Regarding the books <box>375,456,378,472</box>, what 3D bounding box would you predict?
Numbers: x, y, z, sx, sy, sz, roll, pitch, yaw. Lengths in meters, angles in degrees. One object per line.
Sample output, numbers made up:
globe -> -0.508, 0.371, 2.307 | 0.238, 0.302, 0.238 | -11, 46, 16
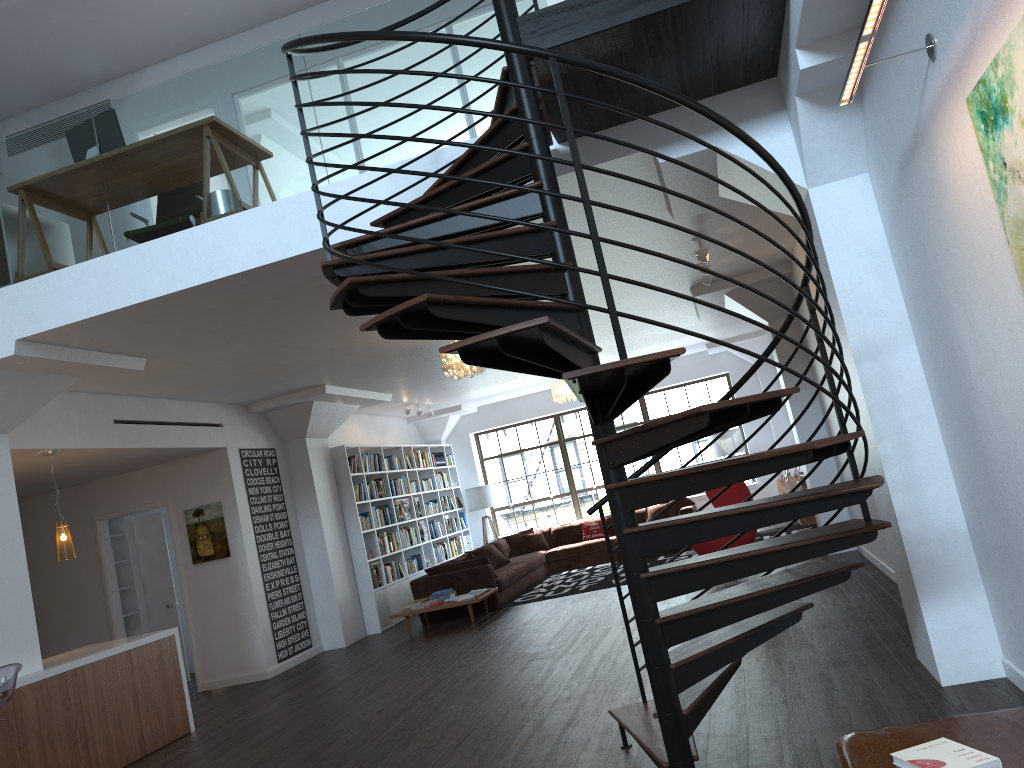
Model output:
books -> -1.975, 1.118, 12.352 | 0.182, 0.255, 0.077 | -14, -7, 13

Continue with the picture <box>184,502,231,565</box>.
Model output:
picture -> -3.313, 1.621, 9.631 | 0.450, 0.600, 0.030 | -14, -7, 13

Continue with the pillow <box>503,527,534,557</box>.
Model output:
pillow -> 0.187, 2.605, 14.529 | 0.580, 0.418, 0.334 | -11, -7, -14

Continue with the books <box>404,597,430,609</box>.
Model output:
books -> -1.152, 2.677, 10.852 | 0.241, 0.045, 0.334 | -14, -7, 14

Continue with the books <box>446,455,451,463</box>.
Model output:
books -> -1.151, 1.360, 15.599 | 0.127, 0.200, 0.020 | -14, -7, 13

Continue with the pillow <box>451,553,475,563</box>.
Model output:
pillow -> -0.562, 2.404, 11.582 | 0.269, 0.411, 0.559 | -8, -8, -31

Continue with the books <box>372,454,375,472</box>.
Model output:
books -> -1.986, 1.114, 12.272 | 0.159, 0.248, 0.089 | -14, -7, 13

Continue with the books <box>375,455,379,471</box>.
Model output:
books -> -1.958, 1.124, 12.388 | 0.174, 0.243, 0.085 | -14, -7, 13

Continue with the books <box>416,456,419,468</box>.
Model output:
books -> -1.553, 1.249, 13.994 | 0.144, 0.207, 0.048 | -14, -7, 13

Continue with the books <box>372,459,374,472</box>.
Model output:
books -> -1.995, 1.126, 12.240 | 0.161, 0.222, 0.083 | -14, -7, 13

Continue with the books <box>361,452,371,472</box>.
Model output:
books -> -2.032, 1.087, 12.147 | 0.176, 0.293, 0.125 | -14, -7, 13

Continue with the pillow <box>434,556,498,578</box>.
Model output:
pillow -> -0.581, 2.418, 11.311 | 0.750, 0.364, 0.289 | -14, -7, 12

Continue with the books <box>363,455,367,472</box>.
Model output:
books -> -2.060, 1.097, 12.008 | 0.170, 0.251, 0.118 | -14, -7, 13

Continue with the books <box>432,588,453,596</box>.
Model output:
books -> -0.850, 2.544, 10.849 | 0.224, 0.027, 0.157 | -15, -7, 18

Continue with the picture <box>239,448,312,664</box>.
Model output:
picture -> -2.683, 1.898, 10.127 | 0.021, 2.380, 0.800 | -14, -7, 13

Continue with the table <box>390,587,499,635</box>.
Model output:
table -> -0.764, 2.714, 10.526 | 1.100, 0.271, 0.853 | -14, -7, 13

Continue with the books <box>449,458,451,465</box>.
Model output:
books -> -1.147, 1.367, 15.577 | 0.128, 0.178, 0.022 | -14, -7, 13

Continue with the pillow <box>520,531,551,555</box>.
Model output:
pillow -> 0.349, 2.571, 14.391 | 0.489, 0.337, 0.238 | -10, -7, -18

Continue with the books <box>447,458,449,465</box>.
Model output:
books -> -1.164, 1.371, 15.466 | 0.110, 0.153, 0.019 | -14, -7, 13

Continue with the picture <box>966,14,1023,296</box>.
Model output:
picture -> 1.457, -0.368, 2.244 | 0.010, 1.200, 1.095 | -14, -7, 13

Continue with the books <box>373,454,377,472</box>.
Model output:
books -> -1.976, 1.114, 12.303 | 0.182, 0.253, 0.098 | -14, -7, 13

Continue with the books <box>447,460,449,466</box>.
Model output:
books -> -1.170, 1.370, 15.449 | 0.110, 0.153, 0.018 | -14, -7, 13

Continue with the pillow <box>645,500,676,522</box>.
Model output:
pillow -> 2.330, 2.057, 13.955 | 0.542, 0.362, 0.248 | -17, -8, 33

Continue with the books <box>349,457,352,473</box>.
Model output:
books -> -2.183, 1.083, 11.572 | 0.182, 0.226, 0.173 | -14, -7, 13

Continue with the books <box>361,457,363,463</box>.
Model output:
books -> -2.078, 1.105, 11.900 | 0.161, 0.218, 0.101 | -14, -7, 13

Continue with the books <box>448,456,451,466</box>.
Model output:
books -> -1.154, 1.366, 15.556 | 0.128, 0.178, 0.021 | -14, -7, 13

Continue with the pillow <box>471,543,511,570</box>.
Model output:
pillow -> -0.315, 2.544, 12.986 | 0.325, 0.391, 0.625 | -16, -8, 29

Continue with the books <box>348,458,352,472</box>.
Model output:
books -> -2.174, 1.079, 11.514 | 0.182, 0.215, 0.188 | -14, -7, 13

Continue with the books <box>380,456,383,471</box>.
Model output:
books -> -1.926, 1.142, 12.556 | 0.167, 0.233, 0.077 | -14, -7, 13

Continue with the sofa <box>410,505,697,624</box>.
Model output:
sofa -> 0.889, 2.417, 12.755 | 3.481, 0.664, 4.197 | -14, -7, 13

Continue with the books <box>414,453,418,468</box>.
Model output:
books -> -1.591, 1.225, 13.905 | 0.189, 0.247, 0.057 | -14, -7, 13

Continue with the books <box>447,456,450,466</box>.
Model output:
books -> -1.168, 1.363, 15.533 | 0.134, 0.184, 0.030 | -14, -7, 13

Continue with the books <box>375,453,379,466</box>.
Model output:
books -> -1.969, 1.123, 12.447 | 0.180, 0.265, 0.103 | -14, -7, 13

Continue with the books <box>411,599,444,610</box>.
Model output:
books -> -0.999, 2.601, 10.465 | 0.236, 0.035, 0.340 | -18, -9, 37

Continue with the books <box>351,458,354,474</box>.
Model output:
books -> -2.159, 1.090, 11.603 | 0.167, 0.210, 0.162 | -14, -7, 13

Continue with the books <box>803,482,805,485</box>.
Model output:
books -> 3.828, 1.265, 11.345 | 0.250, 0.053, 0.400 | -14, -7, 13

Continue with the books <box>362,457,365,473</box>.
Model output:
books -> -2.068, 1.105, 11.933 | 0.161, 0.222, 0.084 | -14, -7, 13

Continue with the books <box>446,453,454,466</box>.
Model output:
books -> -1.127, 1.352, 15.712 | 0.140, 0.231, 0.042 | -14, -7, 13

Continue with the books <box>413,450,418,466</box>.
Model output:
books -> -1.568, 1.200, 13.953 | 0.140, 0.298, 0.044 | -14, -7, 13

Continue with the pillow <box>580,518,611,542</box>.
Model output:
pillow -> 1.342, 2.356, 14.305 | 0.465, 0.308, 0.220 | -14, -7, 9

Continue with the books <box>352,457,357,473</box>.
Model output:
books -> -2.127, 1.086, 11.698 | 0.161, 0.222, 0.084 | -14, -7, 13

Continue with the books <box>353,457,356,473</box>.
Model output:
books -> -2.137, 1.087, 11.665 | 0.161, 0.218, 0.101 | -14, -7, 13

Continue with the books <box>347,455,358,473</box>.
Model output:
books -> -2.130, 1.078, 11.731 | 0.159, 0.248, 0.089 | -14, -7, 13

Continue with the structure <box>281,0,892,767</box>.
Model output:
structure -> 0.240, -0.443, 3.752 | 1.998, 4.352, 1.998 | -9, -8, -26

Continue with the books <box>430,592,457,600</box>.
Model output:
books -> -0.836, 2.609, 10.839 | 0.312, 0.037, 0.216 | -13, -7, 3

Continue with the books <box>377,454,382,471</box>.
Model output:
books -> -1.936, 1.126, 12.488 | 0.182, 0.255, 0.077 | -14, -7, 13

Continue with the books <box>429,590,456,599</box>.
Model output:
books -> -0.847, 2.576, 10.848 | 0.279, 0.035, 0.191 | -15, -7, 23

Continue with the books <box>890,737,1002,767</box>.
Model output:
books -> 1.088, 0.949, 2.234 | 0.161, 0.031, 0.223 | -11, -7, -9

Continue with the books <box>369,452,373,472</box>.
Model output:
books -> -2.021, 1.093, 12.209 | 0.197, 0.290, 0.136 | -14, -7, 13

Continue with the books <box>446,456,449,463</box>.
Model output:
books -> -1.172, 1.364, 15.507 | 0.128, 0.178, 0.022 | -14, -7, 13

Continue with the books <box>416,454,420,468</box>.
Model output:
books -> -1.561, 1.239, 14.041 | 0.159, 0.241, 0.038 | -14, -7, 13

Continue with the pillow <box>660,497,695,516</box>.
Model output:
pillow -> 2.547, 1.940, 14.080 | 0.651, 0.587, 0.335 | -12, -7, -8

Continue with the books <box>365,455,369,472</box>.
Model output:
books -> -2.043, 1.103, 12.058 | 0.174, 0.242, 0.105 | -14, -7, 13

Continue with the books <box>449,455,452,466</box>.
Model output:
books -> -1.141, 1.363, 15.631 | 0.136, 0.196, 0.045 | -14, -7, 13

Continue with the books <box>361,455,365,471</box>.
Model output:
books -> -2.071, 1.096, 11.966 | 0.159, 0.248, 0.089 | -14, -7, 13

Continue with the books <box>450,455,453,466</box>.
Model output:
books -> -1.128, 1.368, 15.670 | 0.139, 0.191, 0.036 | -14, -7, 13

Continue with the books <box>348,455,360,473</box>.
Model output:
books -> -2.119, 1.078, 11.773 | 0.170, 0.251, 0.118 | -14, -7, 13
